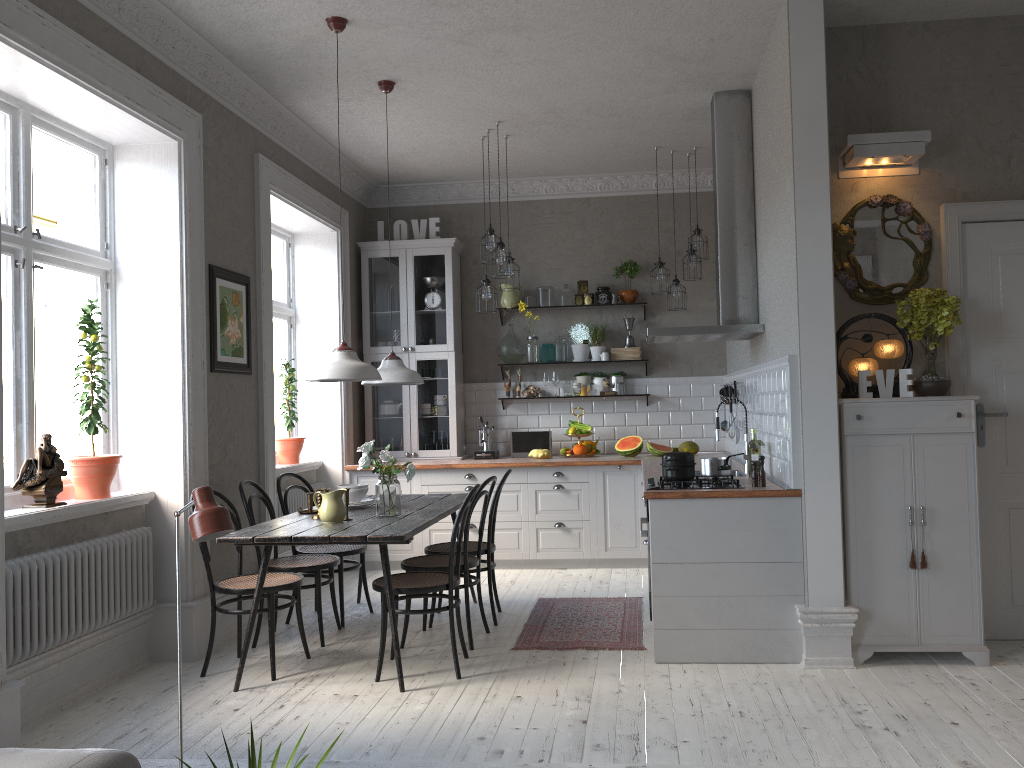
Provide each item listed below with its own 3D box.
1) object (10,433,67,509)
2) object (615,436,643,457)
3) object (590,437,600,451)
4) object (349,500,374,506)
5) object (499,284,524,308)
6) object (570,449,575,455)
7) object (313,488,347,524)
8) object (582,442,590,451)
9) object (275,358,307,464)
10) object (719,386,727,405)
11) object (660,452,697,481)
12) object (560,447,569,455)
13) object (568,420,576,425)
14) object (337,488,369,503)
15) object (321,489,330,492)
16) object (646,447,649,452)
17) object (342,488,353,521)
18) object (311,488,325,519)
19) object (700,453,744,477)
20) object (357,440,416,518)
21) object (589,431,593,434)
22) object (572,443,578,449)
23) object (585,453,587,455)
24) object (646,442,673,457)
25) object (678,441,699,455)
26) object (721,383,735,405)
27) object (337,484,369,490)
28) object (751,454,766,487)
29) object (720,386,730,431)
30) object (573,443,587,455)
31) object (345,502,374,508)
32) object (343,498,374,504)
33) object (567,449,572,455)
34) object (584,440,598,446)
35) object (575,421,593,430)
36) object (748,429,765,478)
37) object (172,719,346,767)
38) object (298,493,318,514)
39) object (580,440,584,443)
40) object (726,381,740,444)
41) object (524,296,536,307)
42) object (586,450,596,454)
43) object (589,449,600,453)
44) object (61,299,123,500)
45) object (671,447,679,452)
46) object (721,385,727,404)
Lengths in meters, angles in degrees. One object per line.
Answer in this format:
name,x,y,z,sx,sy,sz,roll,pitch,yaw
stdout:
object,-2.114,0.388,3.961,0.119,0.329,0.238,-2,-1,9
object,0.970,0.520,7.340,0.231,0.174,0.221,-2,-2,29
object,0.700,0.513,7.556,0.060,0.120,0.128,-2,-2,31
object,-0.935,0.707,5.224,0.241,0.027,0.233,-1,-2,-25
object,-0.007,-0.767,7.781,0.188,0.216,0.175,-2,-1,21
object,0.519,0.586,7.555,0.070,0.076,0.227,-1,-1,-10
object,-0.931,0.627,4.561,0.152,0.170,0.133,-1,-2,-32
object,0.619,0.535,7.498,0.087,0.078,0.089,-2,-2,33
object,-1.723,0.207,6.829,0.255,0.813,0.265,-2,-2,34
object,1.670,0.079,6.886,0.107,0.161,0.138,-2,-1,19
object,0.875,0.433,4.656,0.192,0.147,0.191,-1,-1,-13
object,0.467,0.576,7.582,0.075,0.072,0.155,-3,-2,36
object,0.515,0.334,7.541,0.073,0.058,0.050,-1,-1,-17
object,-0.937,0.663,5.224,0.180,0.094,0.179,-1,-1,-2
object,-0.982,0.631,4.686,0.061,0.172,0.063,-2,-2,28
object,1.238,0.571,7.535,0.197,0.067,0.104,-2,-1,13
object,-0.865,0.629,4.638,0.058,0.167,0.060,-2,-1,20
object,-1.032,0.635,4.764,0.097,0.172,0.095,-1,-1,-12
object,1.174,0.438,4.856,0.297,0.134,0.178,-3,-2,41
object,-0.668,0.502,4.743,0.311,0.414,0.252,-2,-1,5
object,0.661,0.416,7.555,0.052,0.050,0.050,-2,-1,16
object,0.573,0.540,7.625,0.077,0.076,0.157,-2,-2,33
object,0.599,0.588,7.496,0.070,0.065,0.070,-2,-2,28
object,1.220,0.535,7.264,0.226,0.127,0.147,-1,-1,-11
object,1.470,0.534,7.365,0.207,0.119,0.130,-1,-2,-31
object,1.625,0.074,6.632,0.107,0.161,0.139,-2,-2,24
object,-0.937,0.642,5.225,0.180,0.094,0.179,-1,-1,-2
object,1.261,0.442,4.533,0.072,0.167,0.036,-2,-1,6
object,1.716,0.193,7.142,0.076,0.379,0.083,-2,-1,7
object,0.569,0.546,7.427,0.115,0.110,0.109,-1,-2,-26
object,-0.935,0.716,5.223,0.233,0.027,0.241,-2,-2,25
object,-0.935,0.698,5.224,0.233,0.027,0.242,-2,-2,30
object,0.502,0.577,7.542,0.083,0.057,0.090,-3,-2,39
object,0.674,0.507,7.566,0.127,0.056,0.059,-1,-1,-2
object,0.618,0.364,7.594,0.177,0.096,0.090,-2,-2,27
object,1.398,0.396,5.057,0.089,0.282,0.082,-2,-1,7
object,-0.459,0.862,1.703,0.720,0.420,0.673,-2,-2,25
object,-1.143,0.674,5.016,0.140,0.112,0.138,-1,-1,-11
object,0.603,0.528,7.615,0.085,0.093,0.087,-2,-1,3
object,1.554,0.201,6.264,0.081,0.443,0.331,-2,-1,8
object,0.161,-0.717,7.821,0.103,0.111,0.104,-2,-1,7
object,0.668,0.579,7.484,0.069,0.051,0.088,-1,-2,-35
object,0.668,0.573,7.607,0.055,0.044,0.212,0,-2,-45
object,-2.069,0.066,4.359,0.276,0.991,0.264,0,-2,-44
object,1.343,0.562,7.427,0.204,0.073,0.118,-1,-2,-30
object,1.653,0.077,6.758,0.108,0.161,0.137,-2,-1,9
